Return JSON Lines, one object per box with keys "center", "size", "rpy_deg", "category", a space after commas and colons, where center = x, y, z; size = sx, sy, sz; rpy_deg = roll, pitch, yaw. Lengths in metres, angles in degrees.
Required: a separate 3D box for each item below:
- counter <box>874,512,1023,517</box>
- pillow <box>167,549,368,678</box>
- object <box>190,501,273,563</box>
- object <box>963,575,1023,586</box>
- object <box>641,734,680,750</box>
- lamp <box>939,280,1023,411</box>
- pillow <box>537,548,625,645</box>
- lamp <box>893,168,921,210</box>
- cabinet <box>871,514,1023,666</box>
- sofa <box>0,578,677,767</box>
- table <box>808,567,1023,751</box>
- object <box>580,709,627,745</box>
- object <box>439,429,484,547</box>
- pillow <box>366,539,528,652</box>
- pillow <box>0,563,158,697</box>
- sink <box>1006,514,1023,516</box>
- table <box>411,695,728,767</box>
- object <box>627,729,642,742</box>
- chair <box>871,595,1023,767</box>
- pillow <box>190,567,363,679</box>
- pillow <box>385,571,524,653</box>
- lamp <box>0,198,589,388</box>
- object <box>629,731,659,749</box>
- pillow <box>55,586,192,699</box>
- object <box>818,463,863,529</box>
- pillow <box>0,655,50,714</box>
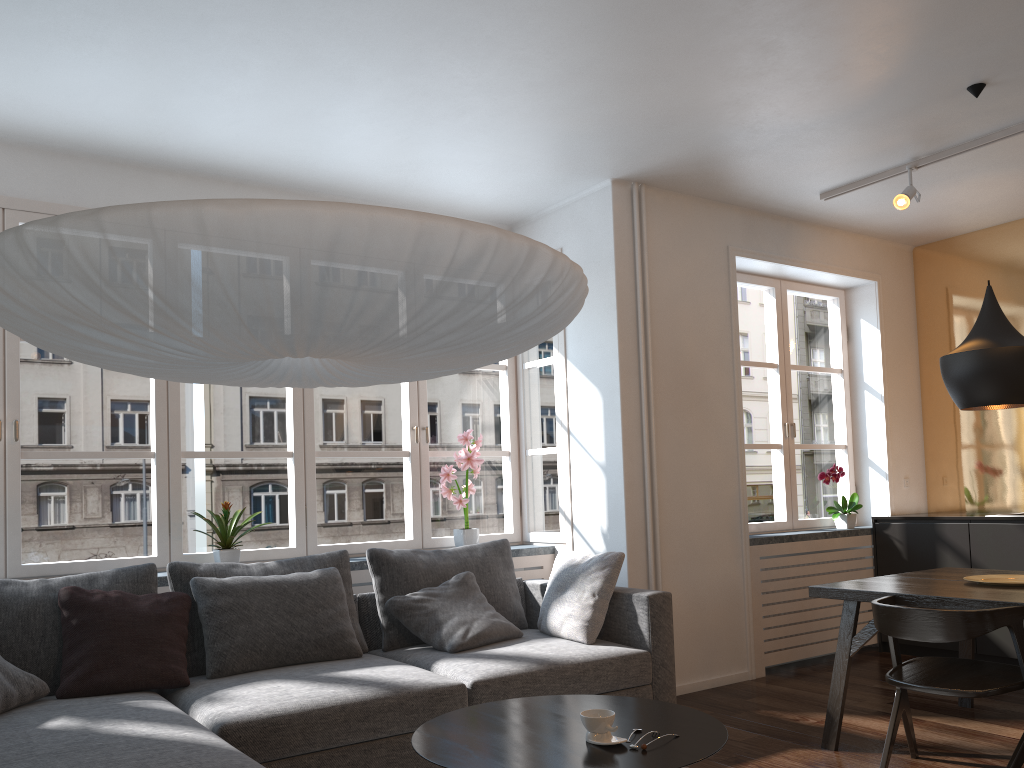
{"center": [4.106, 0.582, 3.971], "size": [0.732, 0.002, 5.088], "rpy_deg": [3, -9, -34], "category": "counter"}
{"center": [-1.064, 0.994, 3.890], "size": [0.840, 0.472, 0.278], "rpy_deg": [2, -6, -34], "category": "pillow"}
{"center": [-1.345, 0.726, 4.266], "size": [0.323, 0.327, 0.377], "rpy_deg": [-5, -6, 30], "category": "object"}
{"center": [2.075, 0.817, 3.675], "size": [0.356, 0.016, 0.358], "rpy_deg": [2, -8, -31], "category": "object"}
{"center": [0.380, 0.907, 2.254], "size": [0.015, 0.015, 0.168], "rpy_deg": [-7, -8, 42], "category": "object"}
{"center": [2.027, -0.170, 3.729], "size": [0.411, 0.538, 0.413], "rpy_deg": [-2, -4, -1], "category": "lamp"}
{"center": [0.291, 1.011, 4.249], "size": [0.286, 0.412, 0.496], "rpy_deg": [1, -6, -35], "category": "pillow"}
{"center": [2.058, -1.008, 4.610], "size": [0.085, 0.238, 0.251], "rpy_deg": [-5, -6, 42], "category": "lamp"}
{"center": [4.122, 1.029, 3.948], "size": [0.733, 0.895, 5.091], "rpy_deg": [1, -8, -34], "category": "cabinet"}
{"center": [-0.515, 1.201, 3.183], "size": [3.070, 0.668, 2.051], "rpy_deg": [3, -8, -34], "category": "sofa"}
{"center": [2.442, 1.078, 3.073], "size": [1.107, 0.675, 2.514], "rpy_deg": [2, -8, -34], "category": "table"}
{"center": [0.233, 0.888, 2.277], "size": [0.091, 0.069, 0.140], "rpy_deg": [0, -7, -23], "category": "object"}
{"center": [-0.277, 0.603, 5.026], "size": [0.298, 0.687, 0.201], "rpy_deg": [-4, -4, 34], "category": "object"}
{"center": [-0.304, 1.033, 4.398], "size": [0.837, 0.474, 0.276], "rpy_deg": [2, -6, -34], "category": "pillow"}
{"center": [-1.775, 0.957, 3.389], "size": [0.837, 0.475, 0.276], "rpy_deg": [2, -6, -34], "category": "pillow"}
{"center": [3.997, 0.575, 4.057], "size": [0.482, 0.242, 3.433], "rpy_deg": [2, -8, -36], "category": "sink"}
{"center": [0.160, 1.176, 2.391], "size": [0.847, 0.470, 0.852], "rpy_deg": [2, -7, -32], "category": "table"}
{"center": [0.318, 0.920, 2.326], "size": [0.026, 0.010, 0.125], "rpy_deg": [-5, -8, 21], "category": "object"}
{"center": [1.625, 1.133, 3.244], "size": [0.520, 0.668, 0.596], "rpy_deg": [1, -6, -36], "category": "chair"}
{"center": [-0.994, 1.001, 3.763], "size": [0.667, 0.395, 0.293], "rpy_deg": [2, -6, -35], "category": "pillow"}
{"center": [-0.266, 1.056, 4.129], "size": [0.445, 0.319, 0.493], "rpy_deg": [-6, -7, 37], "category": "pillow"}
{"center": [-0.538, -0.131, 2.247], "size": [1.470, 0.209, 1.479], "rpy_deg": [-2, -7, 2], "category": "lamp"}
{"center": [0.343, 0.910, 2.275], "size": [0.025, 0.016, 0.164], "rpy_deg": [-5, -8, 30], "category": "object"}
{"center": [-1.476, 0.973, 3.403], "size": [0.521, 0.401, 0.312], "rpy_deg": [2, -6, -33], "category": "pillow"}
{"center": [2.170, 0.737, 5.815], "size": [0.230, 0.435, 0.407], "rpy_deg": [-4, -5, 31], "category": "object"}
{"center": [-1.853, 0.945, 2.969], "size": [0.347, 0.357, 0.518], "rpy_deg": [-2, -6, 5], "category": "pillow"}
